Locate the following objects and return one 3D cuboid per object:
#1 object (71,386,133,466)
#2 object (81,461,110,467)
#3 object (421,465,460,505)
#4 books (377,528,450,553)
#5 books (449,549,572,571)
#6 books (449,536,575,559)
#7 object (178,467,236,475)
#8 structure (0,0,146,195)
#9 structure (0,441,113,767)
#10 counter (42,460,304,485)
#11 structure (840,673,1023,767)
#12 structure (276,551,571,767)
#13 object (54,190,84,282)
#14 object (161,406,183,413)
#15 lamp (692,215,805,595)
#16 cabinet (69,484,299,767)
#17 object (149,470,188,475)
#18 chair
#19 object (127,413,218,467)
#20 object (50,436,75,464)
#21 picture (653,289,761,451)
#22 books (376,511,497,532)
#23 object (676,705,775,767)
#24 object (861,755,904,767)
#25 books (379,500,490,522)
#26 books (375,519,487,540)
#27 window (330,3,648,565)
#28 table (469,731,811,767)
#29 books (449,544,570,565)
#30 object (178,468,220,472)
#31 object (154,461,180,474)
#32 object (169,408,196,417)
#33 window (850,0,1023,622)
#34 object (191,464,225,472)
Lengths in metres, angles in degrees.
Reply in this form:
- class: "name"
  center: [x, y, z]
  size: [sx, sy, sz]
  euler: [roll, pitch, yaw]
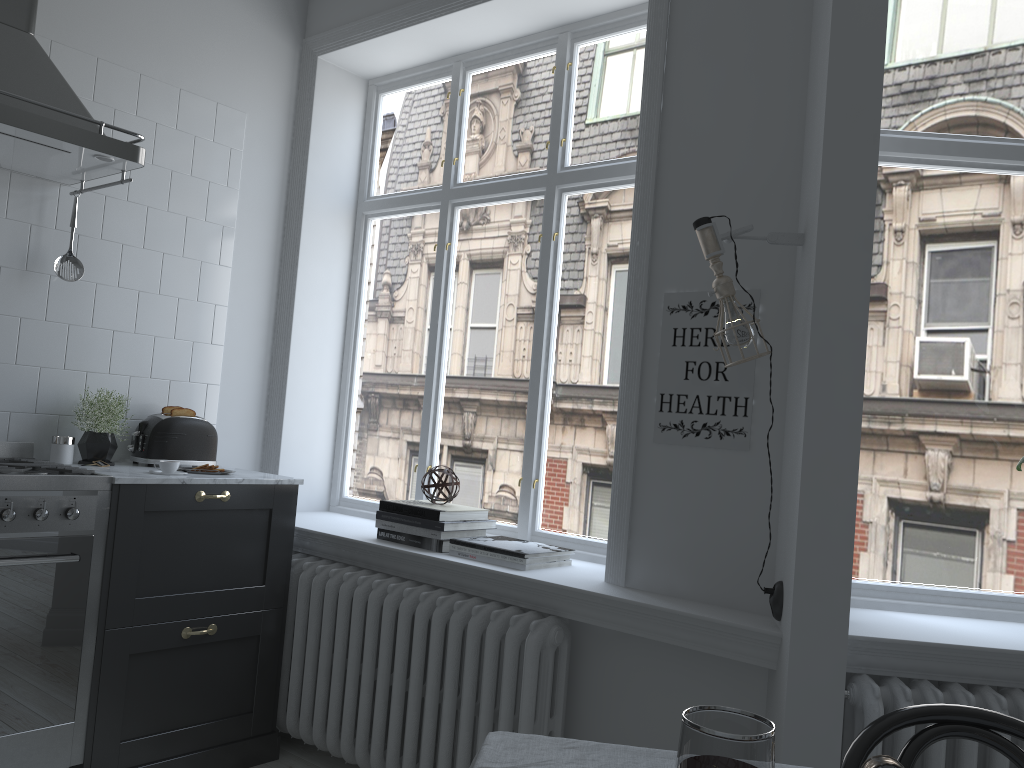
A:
- class: "object"
  center: [-1.490, 0.152, 3.227]
  size: [0.210, 0.283, 0.220]
  euler: [7, -4, -38]
- class: "object"
  center: [-1.478, 0.281, 3.131]
  size: [0.062, 0.018, 0.091]
  euler: [3, -4, 37]
- class: "object"
  center: [-0.269, 0.381, 3.345]
  size: [0.147, 0.148, 0.147]
  euler: [3, -3, 31]
- class: "books"
  center: [-0.288, 0.573, 3.294]
  size: [0.351, 0.044, 0.259]
  euler: [2, -4, 42]
- class: "books"
  center: [-0.007, 0.597, 3.053]
  size: [0.343, 0.019, 0.254]
  euler: [2, -4, 40]
- class: "books"
  center: [0.001, 0.562, 3.064]
  size: [0.341, 0.016, 0.274]
  euler: [2, -4, 41]
- class: "object"
  center: [-1.125, 0.320, 3.259]
  size: [0.209, 0.011, 0.209]
  euler: [5, -3, -13]
- class: "structure"
  center: [-1.622, -1.244, 2.757]
  size: [0.567, 1.079, 0.843]
  euler: [2, -4, 40]
- class: "structure"
  center: [-1.756, 0.729, 2.636]
  size: [0.651, 1.096, 0.779]
  euler: [2, -4, 40]
- class: "counter"
  center: [-2.255, 0.182, 2.025]
  size: [0.624, 0.020, 3.902]
  euler: [2, -4, 40]
- class: "structure"
  center: [1.660, 1.188, 2.247]
  size: [1.710, 0.753, 0.245]
  euler: [5, -3, 3]
- class: "structure"
  center: [-0.493, 1.055, 3.158]
  size: [1.673, 0.753, 0.245]
  euler: [2, -4, 40]
- class: "object"
  center: [-1.567, -0.528, 3.162]
  size: [0.101, 0.331, 0.030]
  euler: [7, -4, -40]
- class: "object"
  center: [-1.329, 0.141, 3.481]
  size: [0.010, 0.110, 0.107]
  euler: [2, -4, 44]
- class: "lamp"
  center: [0.595, 0.054, 2.309]
  size: [0.312, 0.977, 0.131]
  euler: [4, -3, 14]
- class: "cabinet"
  center: [-2.288, 0.696, 1.994]
  size: [0.646, 1.012, 3.897]
  euler: [2, -4, 40]
- class: "object"
  center: [-1.186, 0.307, 3.062]
  size: [0.126, 0.008, 0.126]
  euler: [6, -3, -24]
- class: "chair"
  center: [0.662, 0.951, 1.127]
  size: [0.463, 0.909, 0.564]
  euler: [5, -3, 3]
- class: "object"
  center: [-1.315, 0.215, 3.445]
  size: [0.219, 0.207, 0.326]
  euler: [2, -4, 45]
- class: "object"
  center: [-1.589, 0.234, 3.135]
  size: [0.072, 0.095, 0.072]
  euler: [5, -3, -5]
- class: "picture"
  center: [0.566, -0.045, 2.600]
  size: [0.311, 0.457, 0.003]
  euler: [2, -4, 40]
- class: "books"
  center: [-0.281, 0.505, 3.299]
  size: [0.351, 0.031, 0.287]
  euler: [2, -4, 40]
- class: "object"
  center: [0.179, 0.397, 0.762]
  size: [0.083, 0.215, 0.083]
  euler: [2, -4, 44]
- class: "object"
  center: [0.452, 0.513, 1.087]
  size: [0.165, 0.061, 0.247]
  euler: [5, -3, -11]
- class: "books"
  center: [-0.290, 0.470, 3.306]
  size: [0.325, 0.038, 0.259]
  euler: [2, -4, 42]
- class: "books"
  center: [-0.299, 0.535, 3.296]
  size: [0.328, 0.031, 0.259]
  euler: [3, -4, 38]
- class: "window"
  center: [-0.083, -0.394, 3.620]
  size: [1.716, 2.080, 0.061]
  euler: [2, -4, 40]
- class: "table"
  center: [0.867, 0.974, 0.659]
  size: [2.179, 0.842, 1.210]
  euler: [4, -3, 7]
- class: "books"
  center: [-0.009, 0.578, 3.058]
  size: [0.337, 0.019, 0.254]
  euler: [3, -4, 38]
- class: "object"
  center: [-1.118, 0.313, 3.207]
  size: [0.209, 0.008, 0.018]
  euler: [5, -3, -15]
- class: "object"
  center: [-1.185, 0.288, 3.062]
  size: [0.070, 0.040, 0.072]
  euler: [3, -3, 32]
- class: "object"
  center: [-1.274, 0.147, 3.427]
  size: [0.010, 0.110, 0.107]
  euler: [2, -4, 44]
- class: "window"
  center: [2.060, -0.262, 2.710]
  size: [2.079, 2.080, 0.061]
  euler: [5, -3, 2]
- class: "object"
  center: [-1.119, 0.309, 3.262]
  size: [0.119, 0.031, 0.074]
  euler: [6, -3, -18]
